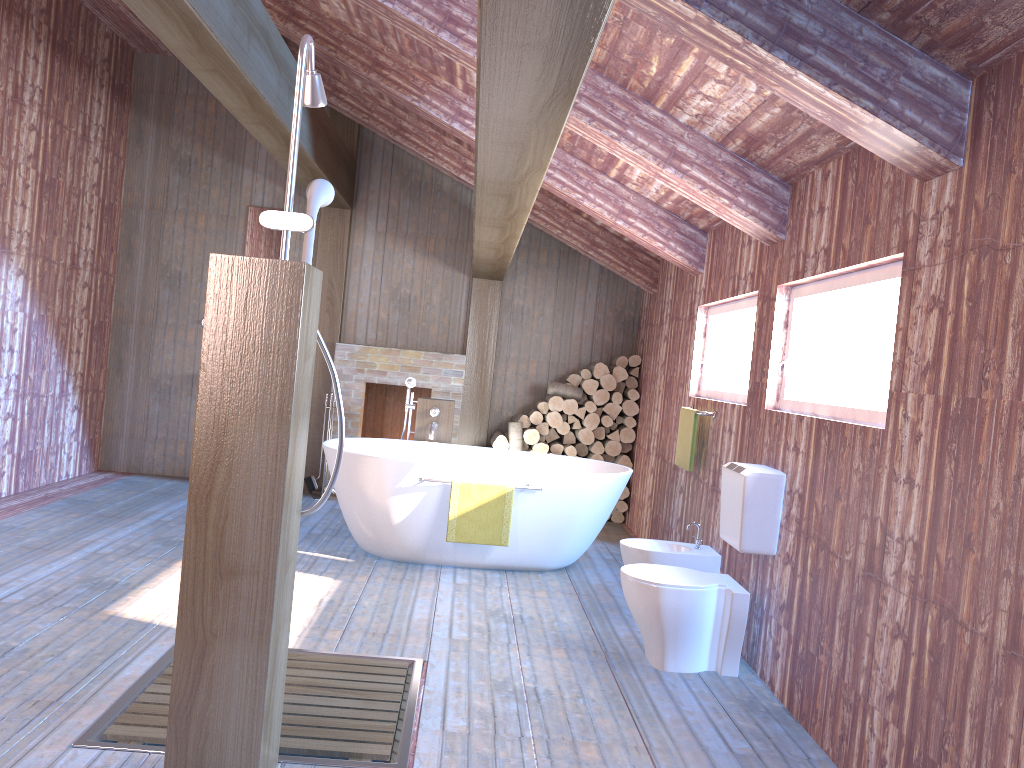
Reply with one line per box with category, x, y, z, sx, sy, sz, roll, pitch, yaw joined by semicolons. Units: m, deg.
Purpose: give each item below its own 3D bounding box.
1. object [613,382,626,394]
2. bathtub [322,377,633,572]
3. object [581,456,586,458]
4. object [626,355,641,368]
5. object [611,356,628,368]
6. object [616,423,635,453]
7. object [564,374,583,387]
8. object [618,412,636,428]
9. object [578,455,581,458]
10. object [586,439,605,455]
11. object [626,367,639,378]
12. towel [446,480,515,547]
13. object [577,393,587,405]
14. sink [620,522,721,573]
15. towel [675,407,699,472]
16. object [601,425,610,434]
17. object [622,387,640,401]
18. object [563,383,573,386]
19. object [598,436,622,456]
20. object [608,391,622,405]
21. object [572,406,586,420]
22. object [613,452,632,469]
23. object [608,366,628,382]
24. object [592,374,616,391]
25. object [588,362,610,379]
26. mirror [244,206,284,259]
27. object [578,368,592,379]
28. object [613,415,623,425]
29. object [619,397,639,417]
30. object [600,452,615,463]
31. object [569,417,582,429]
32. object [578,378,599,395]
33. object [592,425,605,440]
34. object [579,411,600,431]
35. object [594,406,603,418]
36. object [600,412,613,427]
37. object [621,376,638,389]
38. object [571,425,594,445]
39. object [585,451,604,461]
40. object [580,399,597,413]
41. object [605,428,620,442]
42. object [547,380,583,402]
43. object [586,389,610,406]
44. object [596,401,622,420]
object;0.903;0.029;7.747;0.132;0.119;0.319;6;1;-1
bathtub;-0.242;0.568;5.712;1.935;1.109;1.460;6;1;19
object;0.607;0.688;7.647;0.115;0.112;0.423;5;1;-2
object;1.040;-0.195;7.683;0.112;0.113;0.271;5;1;-3
object;0.932;-0.182;7.677;0.104;0.121;0.270;6;1;-2
object;0.959;0.477;7.669;0.137;0.256;0.439;5;1;-2
object;0.529;-0.027;7.724;0.140;0.121;0.319;6;1;-1
object;0.986;0.312;7.657;0.102;0.109;0.438;5;1;-2
object;0.582;0.650;7.632;0.054;0.056;0.146;5;1;-2
object;0.714;0.534;7.625;0.114;0.113;0.301;5;1;-5
object;1.035;-0.110;7.700;0.081;0.100;0.281;5;1;-3
towel;-0.183;0.750;5.147;0.370;0.361;0.032;5;1;-6
object;0.582;0.111;7.730;0.121;0.124;0.291;6;1;-2
sink;0.824;0.984;4.758;0.515;0.517;0.335;6;1;-2
towel;1.045;0.325;5.309;0.032;0.361;0.370;5;1;-2
object;0.797;0.388;7.637;0.065;0.069;0.177;5;1;-3
object;1.013;0.082;7.652;0.102;0.109;0.438;5;1;-2
object;0.467;0.052;7.722;0.113;0.130;0.291;6;1;-2
object;0.838;0.536;7.663;0.137;0.133;0.437;5;1;-4
object;0.877;0.113;7.645;0.089;0.106;0.437;6;1;-2
object;0.556;0.245;7.632;0.109;0.124;0.424;5;1;-3
object;0.930;0.660;7.684;0.139;0.137;0.455;5;1;-4
object;0.904;-0.086;7.663;0.133;0.142;0.456;6;1;-2
object;0.790;-0.020;7.640;0.141;0.143;0.437;5;1;-4
object;0.747;-0.116;7.654;0.135;0.139;0.456;6;1;-2
mirror;-2.169;-0.934;7.728;0.350;1.199;0.009;5;1;-3
object;0.626;-0.086;7.620;0.094;0.097;0.227;6;1;-2
object;0.923;0.306;7.698;0.088;0.092;0.280;6;1;-2
object;0.989;0.193;7.657;0.147;0.152;0.439;5;1;-2
object;0.812;0.649;7.757;0.118;0.106;0.319;5;1;-5
object;0.552;0.335;7.641;0.085;0.096;0.280;6;1;-2
object;0.648;0.014;7.652;0.139;0.148;0.458;5;1;-2
object;0.725;0.407;7.633;0.111;0.118;0.302;5;1;-3
object;0.661;0.313;7.642;0.136;0.157;0.439;6;1;-2
object;0.722;0.238;7.621;0.095;0.090;0.278;6;1;-1
object;0.791;0.304;7.646;0.102;0.109;0.438;5;1;-2
object;1.018;-0.014;7.686;0.107;0.115;0.269;6;1;-1
object;0.606;0.432;7.642;0.141;0.143;0.437;5;1;-4
object;0.705;0.642;7.623;0.116;0.117;0.289;5;1;-5
object;0.651;0.183;7.634;0.102;0.109;0.438;5;1;-2
object;0.850;0.420;7.653;0.115;0.112;0.423;5;1;-2
object;0.450;0.059;7.524;0.302;0.157;0.121;6;1;-2
object;0.737;0.112;7.641;0.143;0.151;0.440;5;1;-2
object;0.833;0.226;7.676;0.172;0.151;0.482;6;1;-1
